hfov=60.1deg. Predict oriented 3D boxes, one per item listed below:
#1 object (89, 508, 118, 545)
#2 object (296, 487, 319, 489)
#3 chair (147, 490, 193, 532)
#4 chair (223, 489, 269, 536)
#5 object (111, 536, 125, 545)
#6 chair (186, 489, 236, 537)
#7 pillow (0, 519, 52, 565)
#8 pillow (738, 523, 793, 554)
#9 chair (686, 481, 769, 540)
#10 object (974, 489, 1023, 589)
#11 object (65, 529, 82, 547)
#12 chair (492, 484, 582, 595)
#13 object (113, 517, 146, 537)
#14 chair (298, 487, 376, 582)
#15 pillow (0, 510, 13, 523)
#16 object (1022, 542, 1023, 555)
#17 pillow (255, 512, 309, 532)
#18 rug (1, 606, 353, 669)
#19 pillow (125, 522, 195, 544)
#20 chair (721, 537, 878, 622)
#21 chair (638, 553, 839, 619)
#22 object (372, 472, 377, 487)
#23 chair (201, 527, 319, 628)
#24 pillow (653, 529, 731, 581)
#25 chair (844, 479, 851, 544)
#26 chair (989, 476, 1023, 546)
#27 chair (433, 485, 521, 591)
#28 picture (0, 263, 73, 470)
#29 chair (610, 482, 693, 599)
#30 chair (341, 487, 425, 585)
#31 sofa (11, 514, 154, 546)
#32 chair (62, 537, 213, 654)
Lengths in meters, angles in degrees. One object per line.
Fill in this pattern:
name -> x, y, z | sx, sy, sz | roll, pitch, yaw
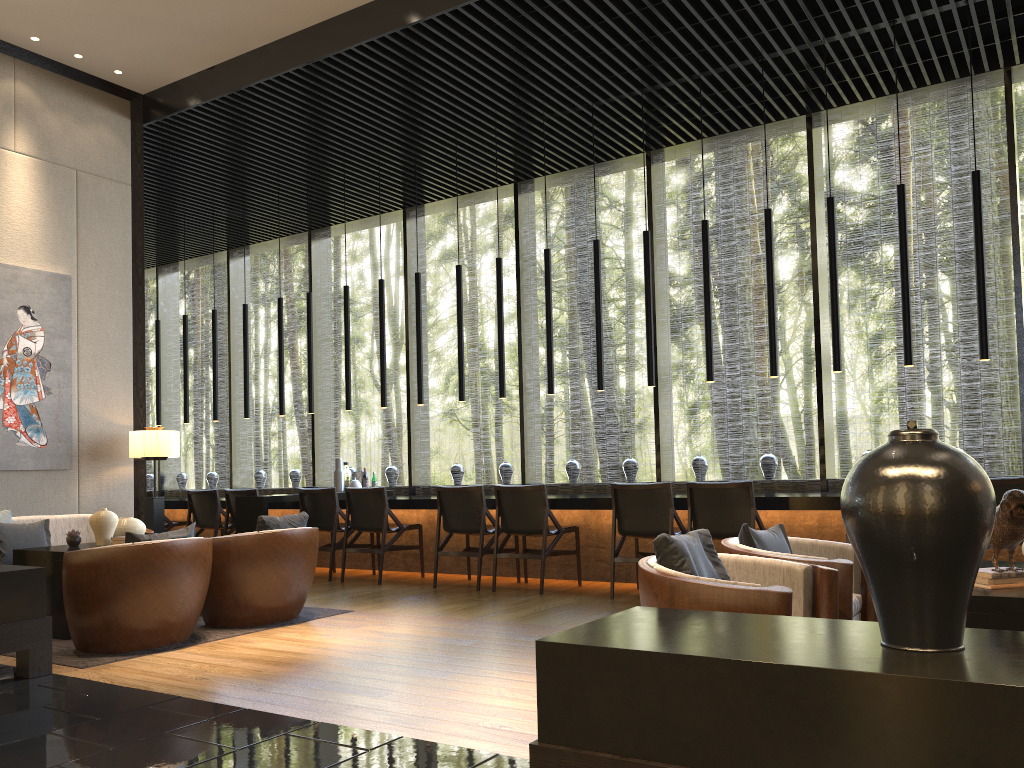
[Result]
object -> -2.636, 0.920, 5.719 | 0.171, 0.235, 0.172 | 0, -4, -22
object -> -1.987, 1.036, 8.615 | 0.228, 0.067, 0.228 | -5, -7, 35
chair -> -3.833, 1.556, 9.540 | 0.526, 0.825, 0.564 | -4, -4, 33
chair -> -2.497, 1.437, 8.683 | 0.526, 0.825, 0.564 | -4, -4, 33
object -> -2.471, 1.007, 5.711 | 0.138, 0.051, 0.174 | -4, -6, 28
chair -> -2.981, 1.480, 8.993 | 0.526, 0.825, 0.564 | -4, -4, 33
pillow -> -3.357, 1.081, 6.026 | 0.219, 0.360, 0.473 | -3, -5, 29
pillow -> 1.120, 0.766, 3.883 | 0.205, 0.337, 0.442 | -4, -5, 39
chair -> 1.510, 1.080, 6.114 | 0.526, 0.825, 0.564 | -4, -4, 33
object -> 1.559, 0.485, 2.787 | 0.174, 0.308, 0.230 | -1, -4, -11
object -> -2.791, 0.978, 5.638 | 0.091, 0.111, 0.092 | -1, -4, -5
chair -> 0.174, 1.199, 6.970 | 0.526, 0.825, 0.564 | -4, -4, 33
object -> -2.576, 0.975, 5.914 | 0.246, 0.167, 0.246 | -5, -6, 35
chair -> -1.645, 1.361, 8.137 | 0.526, 0.825, 0.564 | -4, -4, 33
pillow -> -3.542, 1.065, 6.025 | 0.201, 0.398, 0.434 | -2, -4, 11
object -> 1.896, 0.574, 3.047 | 0.245, 0.167, 0.246 | -1, -5, -10
pillow -> -1.486, 1.004, 5.650 | 0.222, 0.361, 0.399 | -4, -5, 33
rug -> -2.544, 1.562, 5.818 | 2.245, 0.008, 1.962 | -5, -7, 32
pillow -> -1.948, 0.948, 4.927 | 0.205, 0.337, 0.442 | -4, -5, 39
chair -> 1.225, 0.969, 3.807 | 0.607, 0.602, 0.805 | -4, -5, 33
chair -> 0.762, 0.909, 3.087 | 0.607, 0.602, 0.805 | -4, -5, 33
object -> -1.435, 1.013, 9.218 | 0.056, 0.196, 0.056 | -3, -3, 34
chair -> -1.579, 1.229, 5.706 | 0.607, 0.602, 0.805 | -4, -5, 33
pillow -> 0.658, 0.702, 3.160 | 0.222, 0.361, 0.399 | -4, -5, 33
chair -> 2.384, 1.002, 5.554 | 0.526, 0.825, 0.564 | -4, -4, 33
chair -> 2.868, 0.959, 5.244 | 0.526, 0.825, 0.564 | -4, -4, 33
chair -> -0.310, 1.242, 7.281 | 0.526, 0.825, 0.564 | -4, -4, 33
picture -> -3.631, -0.120, 6.483 | 0.037, 1.498, 0.836 | -3, -3, 33
chair -> 1.026, 1.123, 6.424 | 0.526, 0.825, 0.564 | -4, -4, 33
chair -> -1.162, 1.318, 7.827 | 0.526, 0.825, 0.564 | -4, -4, 33
sofa -> -3.274, 1.281, 6.245 | 0.603, 0.691, 1.452 | -4, -6, 33
chair -> -2.041, 1.170, 4.986 | 0.607, 0.602, 0.805 | -4, -5, 33
